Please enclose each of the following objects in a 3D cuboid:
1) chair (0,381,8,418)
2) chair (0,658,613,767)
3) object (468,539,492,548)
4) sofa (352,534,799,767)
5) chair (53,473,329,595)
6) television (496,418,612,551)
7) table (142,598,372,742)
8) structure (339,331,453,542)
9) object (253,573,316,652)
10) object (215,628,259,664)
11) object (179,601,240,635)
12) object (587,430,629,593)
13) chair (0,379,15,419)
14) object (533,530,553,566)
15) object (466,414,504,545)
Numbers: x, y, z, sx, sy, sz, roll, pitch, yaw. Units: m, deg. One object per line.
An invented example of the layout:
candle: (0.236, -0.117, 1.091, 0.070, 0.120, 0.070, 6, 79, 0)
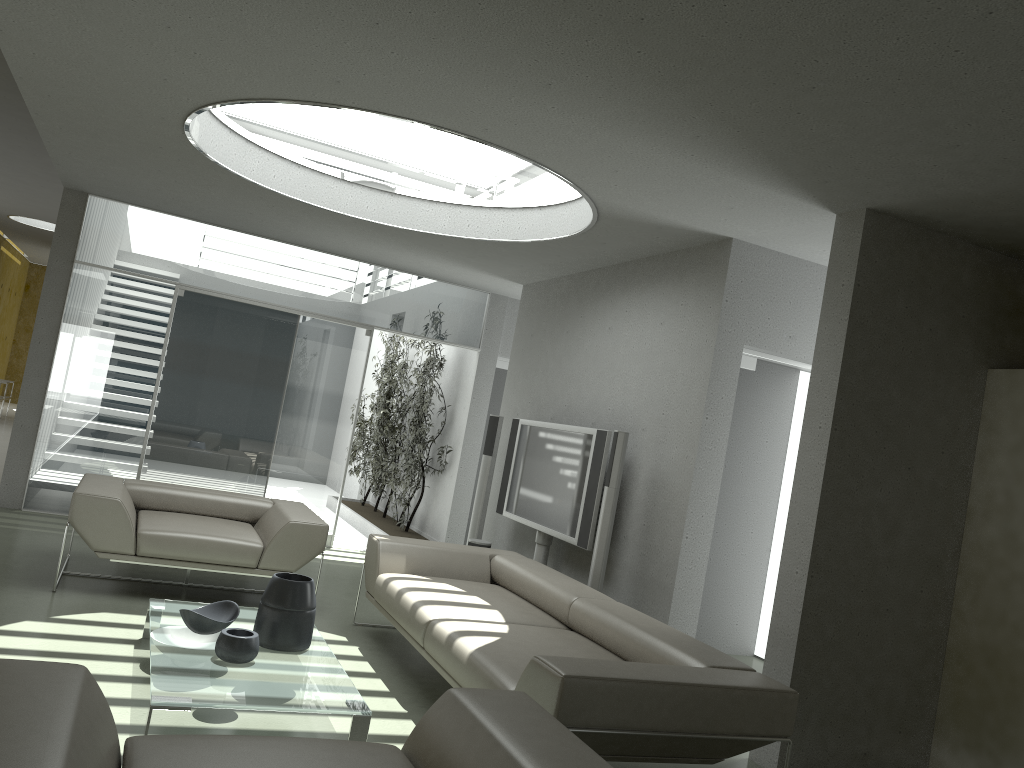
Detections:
chair: (-9.203, 0.233, 15.272, 0.710, 0.667, 0.800, 12, -4, -22)
chair: (-0.489, 1.075, 1.940, 1.481, 0.583, 1.039, 12, -4, -22)
object: (-0.296, 1.470, 7.013, 0.175, 0.461, 0.185, 12, -4, -28)
sofa: (0.041, 1.314, 4.405, 1.037, 0.585, 2.791, 12, -4, -22)
chair: (-2.049, 1.014, 5.730, 1.481, 0.583, 1.039, 12, -4, -22)
television: (0.298, 0.679, 6.425, 0.127, 0.781, 1.603, 12, -4, -22)
table: (-1.192, 1.258, 3.901, 0.790, 0.200, 1.500, 12, -4, -22)
structure: (-1.407, 0.378, 10.301, 0.646, 2.589, 3.371, 12, -4, -23)
object: (-1.028, 1.037, 4.057, 0.265, 0.309, 0.265, 13, -4, -39)
object: (-1.146, 1.095, 3.702, 0.177, 0.113, 0.177, 13, -4, -41)
object: (-1.377, 1.066, 4.023, 0.223, 0.125, 0.317, 9, -3, 14)
object: (0.539, 1.010, 5.349, 0.310, 1.469, 0.310, 7, -5, 45)
chair: (-9.529, 0.220, 16.063, 0.710, 0.667, 0.800, 12, -4, -22)
object: (0.118, 1.391, 6.362, 0.323, 0.689, 0.882, 12, -4, -22)
object: (-0.252, 0.989, 7.444, 0.310, 1.469, 0.310, 10, -3, 5)
